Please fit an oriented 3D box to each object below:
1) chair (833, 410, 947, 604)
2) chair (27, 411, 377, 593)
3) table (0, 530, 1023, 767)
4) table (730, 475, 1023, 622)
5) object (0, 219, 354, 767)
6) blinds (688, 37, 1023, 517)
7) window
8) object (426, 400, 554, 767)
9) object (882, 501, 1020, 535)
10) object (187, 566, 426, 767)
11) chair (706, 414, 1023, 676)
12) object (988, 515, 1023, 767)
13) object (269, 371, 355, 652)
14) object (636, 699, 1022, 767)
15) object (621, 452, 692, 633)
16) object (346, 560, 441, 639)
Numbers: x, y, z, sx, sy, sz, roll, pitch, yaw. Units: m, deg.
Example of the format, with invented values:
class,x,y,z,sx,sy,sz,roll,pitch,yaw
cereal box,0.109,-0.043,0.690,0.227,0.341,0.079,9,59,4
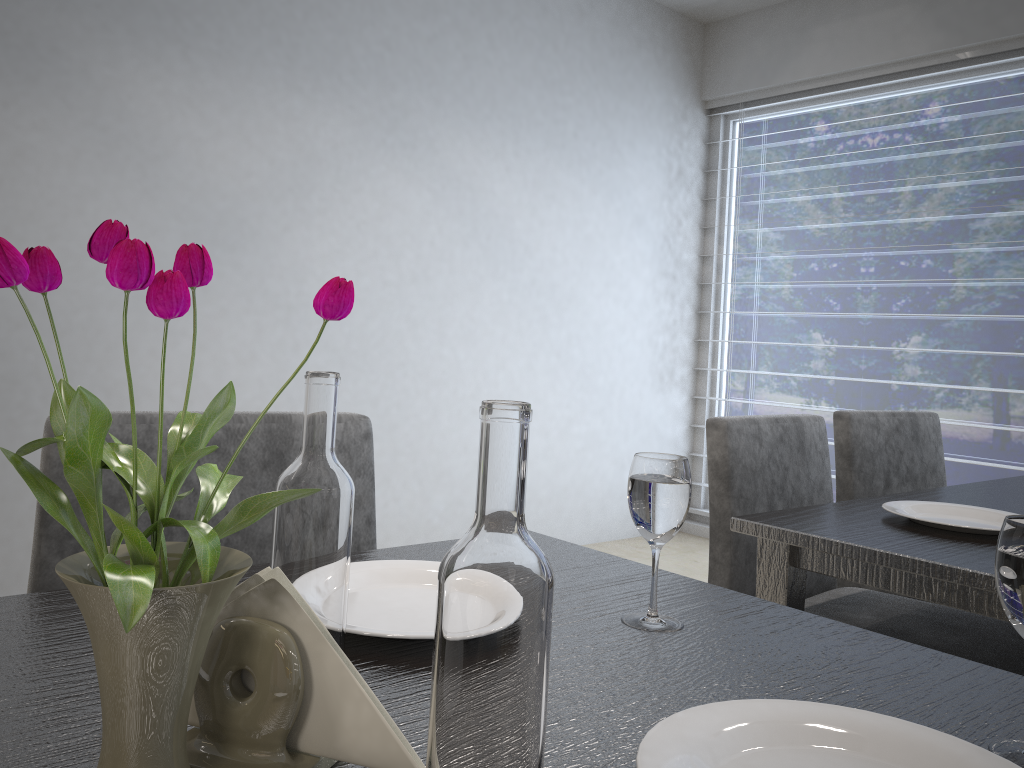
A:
class,x,y,z,sx,sy,sz,roll,pitch,yaw
chair,0.955,0.457,1.791,0.476,0.764,0.493,4,-1,-36
chair,-0.227,0.430,0.841,0.476,0.764,0.493,4,-1,-36
table,-0.190,0.515,0.388,1.186,0.635,0.779,2,2,-41
table,0.992,0.542,1.337,1.186,0.635,0.779,2,2,-41
object,-0.173,0.058,0.421,0.154,0.277,0.104,4,-2,-44
blinds,3.247,-0.137,1.717,0.045,2.045,7.113,5,1,-41
window,3.332,-0.108,1.777,0.158,2.075,7.118,5,1,-41
object,-0.008,0.108,0.392,0.052,0.201,0.052,3,-2,1
object,0.659,0.199,1.297,0.217,0.015,0.216,5,3,27
object,-0.132,0.147,0.464,0.203,0.100,0.070,4,0,19
chair,0.597,0.453,1.401,0.493,0.764,0.475,3,-1,44
object,0.313,0.151,0.521,0.053,0.139,0.053,3,-1,7
object,-0.131,0.092,0.583,0.052,0.201,0.052,3,-2,1
object,0.171,0.208,0.441,0.217,0.015,0.216,5,3,29
object,0.121,0.130,0.741,0.053,0.139,0.053,3,-1,7
object,-0.083,0.180,0.732,0.217,0.015,0.216,5,3,29
